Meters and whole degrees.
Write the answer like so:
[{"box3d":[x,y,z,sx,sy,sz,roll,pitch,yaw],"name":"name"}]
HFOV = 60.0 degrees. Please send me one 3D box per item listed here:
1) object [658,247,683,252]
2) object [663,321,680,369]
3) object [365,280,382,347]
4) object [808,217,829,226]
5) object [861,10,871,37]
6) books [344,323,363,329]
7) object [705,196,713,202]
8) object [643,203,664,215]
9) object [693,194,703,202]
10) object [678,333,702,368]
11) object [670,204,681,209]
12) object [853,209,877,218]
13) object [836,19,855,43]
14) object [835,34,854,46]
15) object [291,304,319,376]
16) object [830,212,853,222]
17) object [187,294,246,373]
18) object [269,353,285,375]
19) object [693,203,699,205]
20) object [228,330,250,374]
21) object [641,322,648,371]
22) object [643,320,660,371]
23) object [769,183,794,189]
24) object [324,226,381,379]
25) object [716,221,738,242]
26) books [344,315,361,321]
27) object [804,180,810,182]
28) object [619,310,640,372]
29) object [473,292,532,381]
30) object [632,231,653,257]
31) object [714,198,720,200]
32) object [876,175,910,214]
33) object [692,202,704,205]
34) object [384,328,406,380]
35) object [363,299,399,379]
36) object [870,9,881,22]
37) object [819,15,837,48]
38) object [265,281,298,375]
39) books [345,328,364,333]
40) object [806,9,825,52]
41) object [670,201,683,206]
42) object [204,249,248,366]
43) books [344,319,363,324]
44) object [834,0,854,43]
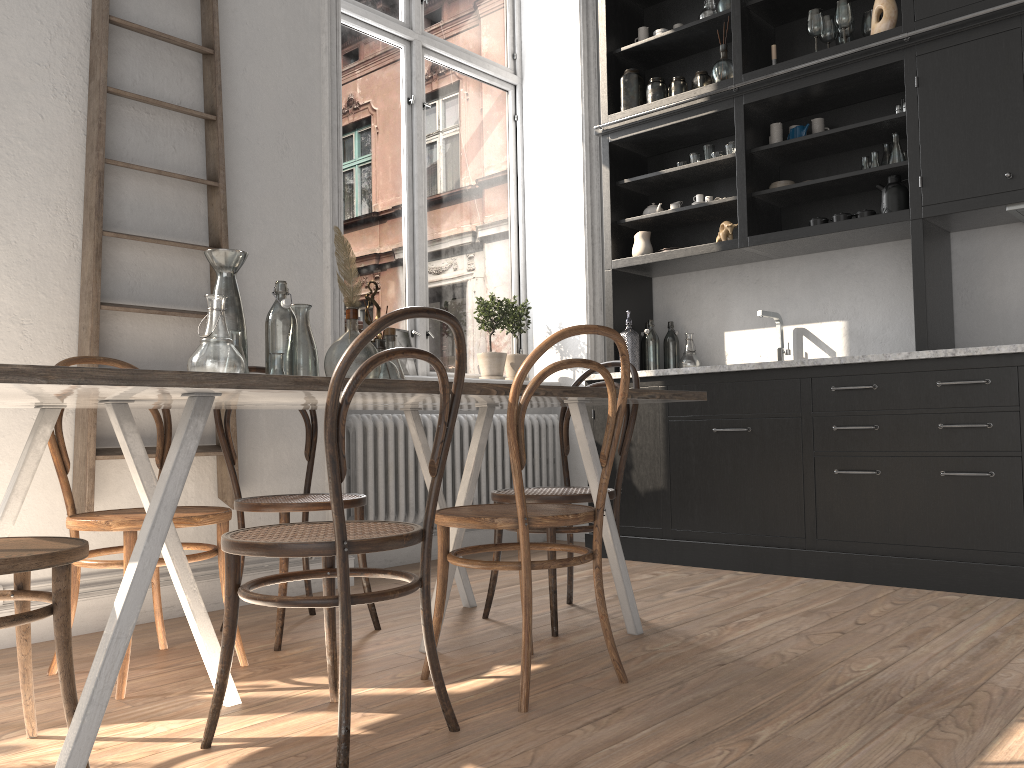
[{"box3d":[0.877,-0.699,4.781,0.180,0.037,0.180,-3,-3,26],"name":"object"},{"box3d":[0.885,-0.196,4.922,0.086,0.301,0.086,-1,-3,-3],"name":"object"},{"box3d":[-0.705,-0.284,4.490,0.122,0.488,0.102,0,-3,-24],"name":"object"},{"box3d":[1.441,-0.755,4.165,0.104,0.059,0.088,-3,-3,30],"name":"object"},{"box3d":[1.695,-1.641,4.186,0.083,0.221,0.083,-3,-3,40],"name":"object"},{"box3d":[-0.862,-0.276,4.305,0.231,0.023,0.162,1,-4,-33],"name":"books"},{"box3d":[1.022,-0.947,4.615,0.049,0.054,0.039,0,-3,-23],"name":"object"},{"box3d":[0.782,-0.950,4.905,0.125,0.100,0.140,-2,-3,23],"name":"object"},{"box3d":[0.987,-0.968,4.676,0.039,0.055,0.049,0,-3,-28],"name":"object"},{"box3d":[0.966,-0.164,4.821,0.120,0.219,0.132,-3,-4,42],"name":"object"},{"box3d":[0.881,-0.944,4.779,0.056,0.033,0.058,-2,-3,16],"name":"object"},{"box3d":[1.609,-0.765,4.034,0.104,0.059,0.088,1,-4,-40],"name":"object"},{"box3d":[1.569,-1.640,4.169,0.083,0.221,0.083,-3,-3,40],"name":"object"},{"box3d":[1.613,-1.634,4.298,0.083,0.221,0.083,0,-3,-17],"name":"object"},{"box3d":[-0.603,-0.099,2.537,0.100,0.255,0.098,-2,-3,18],"name":"object"},{"box3d":[1.520,-0.761,4.085,0.104,0.059,0.088,-2,-3,20],"name":"object"},{"box3d":[-0.706,-0.101,2.119,0.132,0.219,0.132,-3,-3,31],"name":"object"},{"box3d":[-0.604,-0.032,2.279,0.058,0.094,0.058,0,-3,-20],"name":"object"},{"box3d":[0.992,-0.937,4.669,0.085,0.016,0.085,0,-3,-17],"name":"object"},{"box3d":[-0.715,-0.060,2.297,0.083,0.158,0.083,-3,-3,37],"name":"object"},{"box3d":[0.763,-0.193,4.944,0.086,0.301,0.086,1,-3,-34],"name":"object"},{"box3d":[0.758,-0.198,4.820,0.086,0.301,0.086,-2,-3,27],"name":"object"},{"box3d":[-0.942,-0.101,2.626,5.828,1.841,0.792,2,-4,-43],"name":"object"},{"box3d":[-0.447,-0.200,2.478,0.157,0.446,0.157,0,-3,-30],"name":"object"},{"box3d":[1.084,-0.763,4.483,0.069,0.123,0.173,0,-3,-16],"name":"object"},{"box3d":[-0.865,-0.318,4.319,0.159,0.024,0.201,-3,-4,32],"name":"books"},{"box3d":[1.478,-0.976,4.379,0.112,0.036,0.112,-1,-3,-6],"name":"object"},{"box3d":[0.631,-0.225,4.776,0.109,0.349,0.109,-2,-3,23],"name":"object"},{"box3d":[-0.055,-0.275,5.229,0.234,0.524,0.500,-3,-3,31],"name":"object"},{"box3d":[0.712,-0.748,4.835,0.115,0.144,0.127,-2,-3,20],"name":"object"},{"box3d":[1.078,-0.946,4.622,0.049,0.041,0.056,-2,-3,14],"name":"object"},{"box3d":[1.719,-0.837,3.970,0.124,0.191,0.129,0,-3,-21],"name":"object"},{"box3d":[0.990,-0.944,4.671,0.085,0.016,0.085,-1,-3,-8],"name":"object"},{"box3d":[-0.381,-0.069,2.776,0.101,0.211,0.101,-1,-3,-9],"name":"object"},{"box3d":[-0.392,-0.111,2.653,0.107,0.283,0.107,-3,-3,36],"name":"object"},{"box3d":[1.676,-1.628,4.081,0.046,0.186,0.046,-2,-3,14],"name":"object"},{"box3d":[1.507,-1.636,4.224,0.083,0.221,0.083,-3,-3,34],"name":"object"},{"box3d":[-0.625,-0.129,2.405,0.086,0.301,0.086,-2,-3,27],"name":"object"},{"box3d":[-0.856,-0.255,4.310,0.174,0.019,0.244,-4,-4,41],"name":"books"},{"box3d":[1.426,-1.637,4.158,0.083,0.221,0.083,0,-3,-17],"name":"object"},{"box3d":[0.881,-0.963,4.780,0.055,0.047,0.058,1,-3,-34],"name":"object"},{"box3d":[-0.775,-0.166,2.408,0.116,0.382,0.116,1,-3,-37],"name":"object"},{"box3d":[-0.854,-0.297,4.316,0.155,0.020,0.205,-4,-4,41],"name":"books"},{"box3d":[1.525,-1.644,4.072,0.083,0.221,0.083,-1,-3,-2],"name":"object"}]
